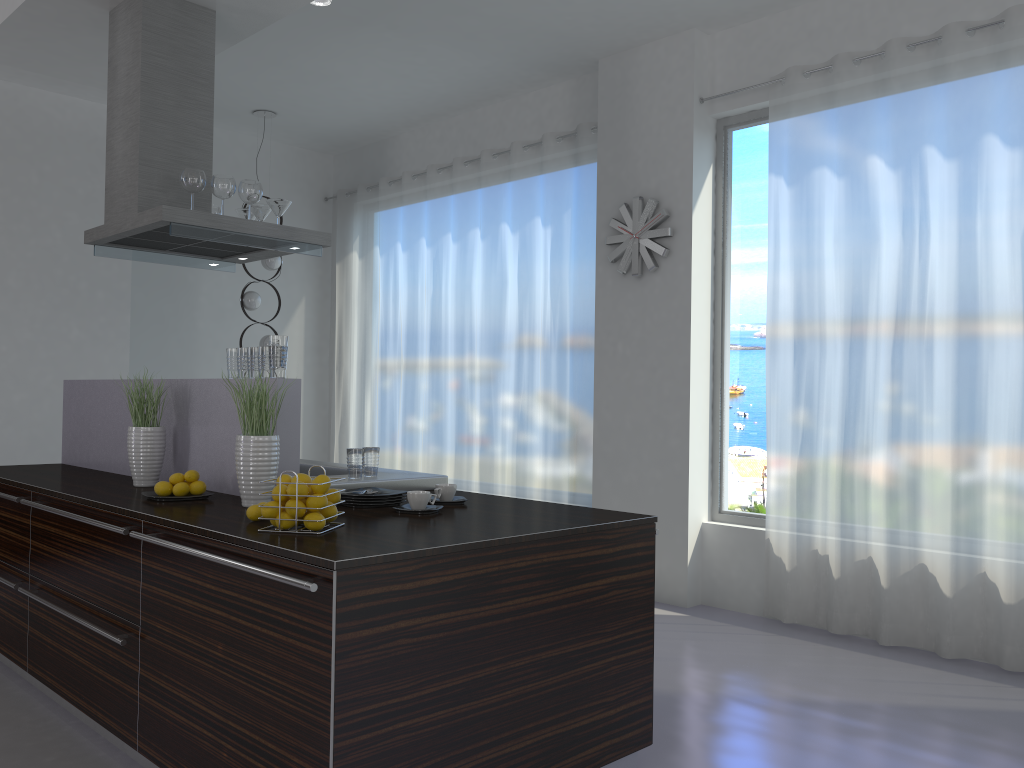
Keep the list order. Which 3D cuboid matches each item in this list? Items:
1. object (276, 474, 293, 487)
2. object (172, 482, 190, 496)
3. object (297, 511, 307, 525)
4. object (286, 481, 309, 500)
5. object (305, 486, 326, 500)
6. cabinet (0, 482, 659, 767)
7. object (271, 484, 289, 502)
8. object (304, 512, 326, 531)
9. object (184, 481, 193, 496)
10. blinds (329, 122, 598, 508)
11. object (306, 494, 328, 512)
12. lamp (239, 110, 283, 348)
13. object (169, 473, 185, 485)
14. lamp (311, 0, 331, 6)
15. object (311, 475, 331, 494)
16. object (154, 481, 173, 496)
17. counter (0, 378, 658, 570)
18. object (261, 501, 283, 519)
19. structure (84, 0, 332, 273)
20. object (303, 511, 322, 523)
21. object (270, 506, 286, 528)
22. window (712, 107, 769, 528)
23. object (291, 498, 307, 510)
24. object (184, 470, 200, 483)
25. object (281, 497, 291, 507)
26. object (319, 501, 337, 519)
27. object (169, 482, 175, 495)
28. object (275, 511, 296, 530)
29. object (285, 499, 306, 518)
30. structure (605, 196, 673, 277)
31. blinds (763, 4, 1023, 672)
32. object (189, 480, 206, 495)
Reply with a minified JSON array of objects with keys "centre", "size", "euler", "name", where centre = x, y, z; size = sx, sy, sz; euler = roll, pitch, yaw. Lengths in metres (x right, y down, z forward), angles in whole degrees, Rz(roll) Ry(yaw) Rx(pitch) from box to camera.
[{"centre":[-0.668,0.291,2.616],"size":[0.053,0.051,0.063],"euler":[1,-1,2],"name":"object"},{"centre":[-1.201,0.383,3.218],"size":[0.061,0.054,0.052],"euler":[1,-1,22],"name":"object"},{"centre":[-0.624,0.382,2.589],"size":[0.052,0.060,0.057],"euler":[2,-1,-39],"name":"object"},{"centre":[-0.609,0.303,2.520],"size":[0.063,0.053,0.051],"euler":[1,-1,-32],"name":"object"},{"centre":[-0.573,0.321,2.581],"size":[0.055,0.051,0.061],"euler":[0,-1,39],"name":"object"},{"centre":[-1.133,0.856,3.685],"size":[3.285,0.852,1.377],"euler":[0,-1,45],"name":"cabinet"},{"centre":[-0.663,0.314,2.542],"size":[0.053,0.052,0.061],"euler":[1,-1,-32],"name":"object"},{"centre":[-0.557,0.389,2.504],"size":[0.062,0.052,0.053],"euler":[1,-1,-6],"name":"object"},{"centre":[-1.194,0.385,3.276],"size":[0.071,0.060,0.057],"euler":[2,-1,-43],"name":"object"},{"centre":[-0.577,-0.219,7.097],"size":[3.245,3.112,0.120],"euler":[0,-1,45],"name":"blinds"},{"centre":[-0.557,0.339,2.531],"size":[0.061,0.054,0.053],"euler":[1,-1,1],"name":"object"},{"centre":[-2.009,-0.994,7.124],"size":[0.180,2.370,0.367],"euler":[0,-1,39],"name":"lamp"},{"centre":[-1.228,0.349,3.252],"size":[0.053,0.047,0.061],"euler":[2,-1,-42],"name":"object"},{"centre":[-1.088,-2.181,5.011],"size":[0.132,0.035,0.132],"euler":[1,-1,-25],"name":"lamp"},{"centre":[-0.549,0.291,2.550],"size":[0.050,0.060,0.059],"euler":[0,-1,45],"name":"object"},{"centre":[-1.265,0.381,3.222],"size":[0.070,0.058,0.060],"euler":[0,-1,44],"name":"object"},{"centre":[-1.121,0.632,3.695],"size":[3.291,1.300,1.302],"euler":[0,-1,45],"name":"counter"},{"centre":[-0.683,0.359,2.523],"size":[0.061,0.054,0.052],"euler":[1,-1,22],"name":"object"},{"centre":[-1.616,-1.295,4.738],"size":[0.981,1.231,0.915],"euler":[0,-1,45],"name":"structure"},{"centre":[-0.572,0.392,2.561],"size":[0.061,0.055,0.050],"euler":[1,-1,1],"name":"object"},{"centre":[-0.665,0.387,2.575],"size":[0.074,0.063,0.064],"euler":[1,-1,-25],"name":"object"},{"centre":[2.351,-0.399,4.491],"size":[3.000,2.500,0.100],"euler":[0,-1,45],"name":"window"},{"centre":[-0.617,0.350,2.545],"size":[0.062,0.053,0.051],"euler":[2,-1,-37],"name":"object"},{"centre":[-1.175,0.339,3.258],"size":[0.053,0.048,0.063],"euler":[1,-1,11],"name":"object"},{"centre":[-0.665,0.336,2.595],"size":[0.062,0.053,0.052],"euler":[1,-1,17],"name":"object"},{"centre":[-0.543,0.369,2.593],"size":[0.062,0.053,0.052],"euler":[1,-1,-8],"name":"object"},{"centre":[-1.258,0.387,3.281],"size":[0.053,0.051,0.063],"euler":[2,-1,-41],"name":"object"},{"centre":[-0.643,0.388,2.522],"size":[0.063,0.053,0.051],"euler":[2,-1,-37],"name":"object"},{"centre":[-0.614,0.353,2.514],"size":[0.061,0.055,0.051],"euler":[1,-1,24],"name":"object"},{"centre":[0.790,-0.929,5.590],"size":[0.505,0.505,0.076],"euler":[0,-1,45],"name":"structure"},{"centre":[2.440,-0.217,4.080],"size":[2.830,3.112,0.120],"euler":[0,-1,45],"name":"blinds"},{"centre":[-1.150,0.380,3.246],"size":[0.063,0.053,0.051],"euler":[1,-1,-5],"name":"object"}]
